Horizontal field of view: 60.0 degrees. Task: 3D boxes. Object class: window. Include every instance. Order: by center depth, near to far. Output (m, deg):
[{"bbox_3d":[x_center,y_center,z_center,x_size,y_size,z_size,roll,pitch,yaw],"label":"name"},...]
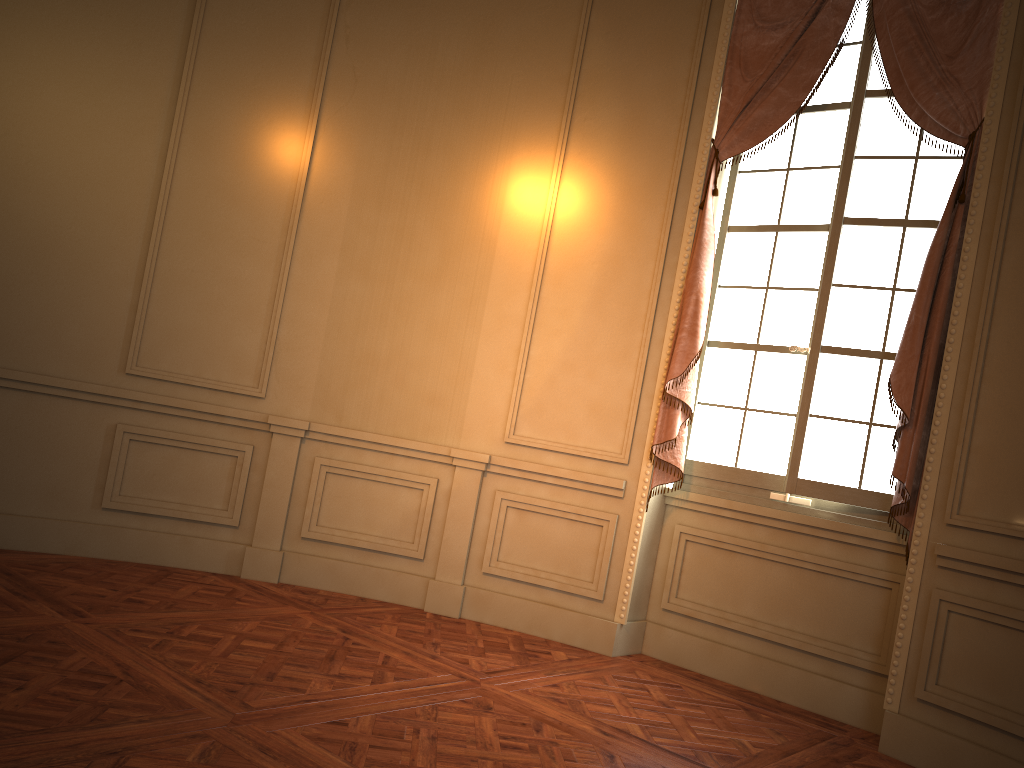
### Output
[{"bbox_3d":[1.574,-0.782,4.302,1.275,2.837,0.157,9,-2,40],"label":"window"}]

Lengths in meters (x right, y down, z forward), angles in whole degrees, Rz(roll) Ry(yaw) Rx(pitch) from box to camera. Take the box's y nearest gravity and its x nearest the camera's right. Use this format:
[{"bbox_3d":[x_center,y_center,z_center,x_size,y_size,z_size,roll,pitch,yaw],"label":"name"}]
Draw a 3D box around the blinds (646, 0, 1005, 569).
[{"bbox_3d":[1.422,-0.752,4.116,1.298,2.977,0.293,9,-2,39],"label":"blinds"}]
